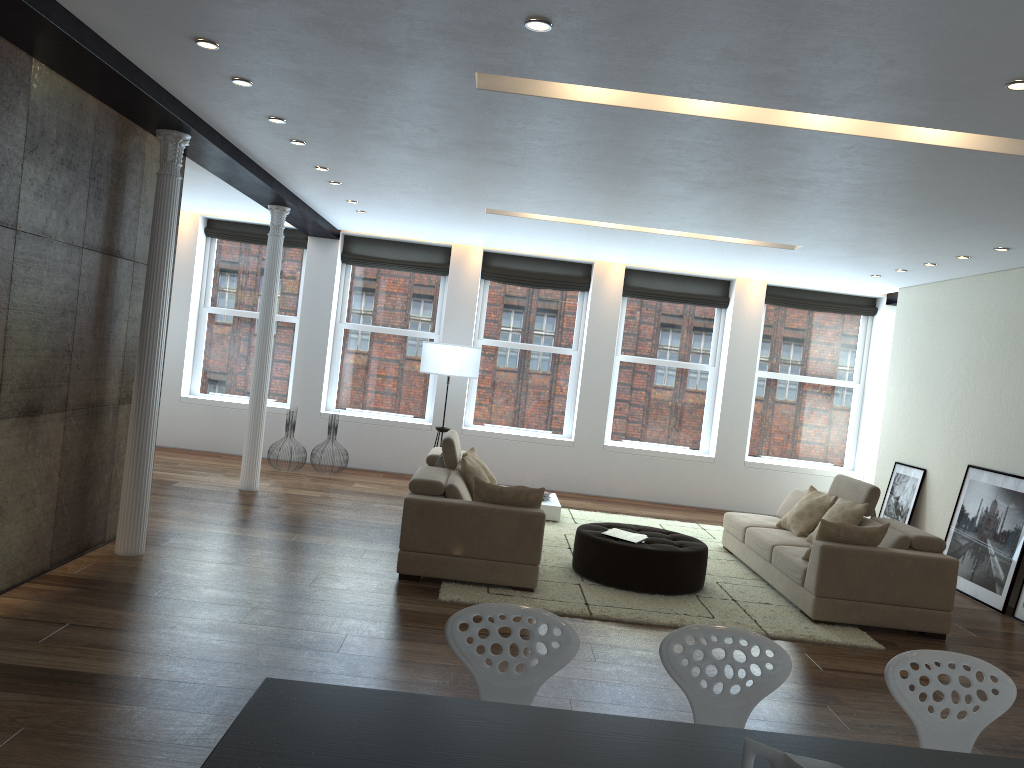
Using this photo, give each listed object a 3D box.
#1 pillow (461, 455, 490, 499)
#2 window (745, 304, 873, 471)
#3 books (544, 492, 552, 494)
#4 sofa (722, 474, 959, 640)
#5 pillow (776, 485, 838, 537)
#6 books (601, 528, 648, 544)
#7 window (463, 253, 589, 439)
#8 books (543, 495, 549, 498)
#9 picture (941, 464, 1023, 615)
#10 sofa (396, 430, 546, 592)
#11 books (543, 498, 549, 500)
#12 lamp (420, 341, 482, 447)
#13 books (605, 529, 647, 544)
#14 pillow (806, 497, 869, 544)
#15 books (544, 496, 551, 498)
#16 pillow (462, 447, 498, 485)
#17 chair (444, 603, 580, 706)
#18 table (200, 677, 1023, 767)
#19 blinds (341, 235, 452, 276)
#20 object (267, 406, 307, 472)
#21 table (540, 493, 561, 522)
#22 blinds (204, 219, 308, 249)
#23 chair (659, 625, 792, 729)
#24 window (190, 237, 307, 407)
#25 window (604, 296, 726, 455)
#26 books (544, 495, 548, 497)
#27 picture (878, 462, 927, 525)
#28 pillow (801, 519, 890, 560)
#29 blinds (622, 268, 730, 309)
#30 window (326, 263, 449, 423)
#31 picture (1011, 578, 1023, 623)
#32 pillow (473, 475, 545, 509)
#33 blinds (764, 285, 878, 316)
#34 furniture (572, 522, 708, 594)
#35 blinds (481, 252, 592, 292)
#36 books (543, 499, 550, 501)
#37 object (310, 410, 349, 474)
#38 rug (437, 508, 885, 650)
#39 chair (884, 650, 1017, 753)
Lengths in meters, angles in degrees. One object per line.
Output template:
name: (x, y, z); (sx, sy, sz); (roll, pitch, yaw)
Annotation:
pillow: (-0.280, 0.805, 7.234); (0.301, 0.439, 0.534); (7, 2, 2)
window: (3.921, -0.037, 11.829); (1.563, 2.400, 0.123); (7, 2, -1)
books: (0.240, 1.148, 9.486); (0.300, 0.010, 0.220); (8, 2, 39)
sofa: (2.640, 1.266, 7.555); (1.021, 0.950, 2.581); (7, 2, -1)
pillow: (2.648, 1.137, 7.922); (0.368, 0.416, 0.519); (6, 2, -6)
books: (0.871, 1.173, 6.855); (0.301, 0.040, 0.220); (8, 2, 34)
window: (0.202, -0.467, 11.749); (1.442, 2.400, 0.123); (7, 2, -1)
books: (0.222, 1.176, 9.466); (0.300, 0.010, 0.220); (7, 2, 24)
picture: (4.235, 1.345, 7.940); (0.225, 1.140, 1.183); (7, 2, -1)
sofa: (-0.286, 0.927, 7.492); (1.021, 0.950, 2.581); (7, 2, -1)
books: (0.233, 1.206, 9.487); (0.300, 0.010, 0.220); (7, 2, 19)
lamp: (-0.804, 0.390, 10.516); (0.698, 1.728, 0.698); (7, 2, 23)
books: (0.884, 1.182, 6.877); (0.300, 0.031, 0.219); (7, 2, 14)
pillow: (2.673, 1.147, 7.298); (0.301, 0.439, 0.534); (7, 2, -5)
books: (0.235, 1.187, 9.487); (0.220, 0.010, 0.300); (5, 2, -41)
pillow: (-0.280, 0.798, 7.859); (0.368, 0.416, 0.519); (7, 2, 3)
chair: (-0.034, 1.145, 2.637); (0.495, 0.835, 0.581); (7, 2, -1)
table: (1.011, 1.342, 1.767); (3.400, 0.733, 1.200); (7, 2, -1)
blinds: (-1.503, -1.683, 11.605); (1.431, 0.395, 0.183); (7, 2, -1)
object: (-2.663, 0.651, 10.594); (0.458, 0.781, 0.458); (7, 2, -2)
table: (0.043, 1.282, 9.557); (0.900, 0.170, 0.900); (7, 2, -1)
blinds: (-3.296, -1.952, 11.580); (1.396, 0.275, 0.156); (7, 2, -1)
chair: (0.657, 1.224, 2.671); (0.495, 0.835, 0.581); (7, 2, -1)
window: (-3.421, -0.887, 11.671); (1.391, 2.400, 0.123); (7, 2, -1)
window: (2.032, -0.255, 11.789); (1.443, 2.400, 0.123); (7, 2, -1)
books: (0.238, 1.167, 9.486); (0.300, 0.010, 0.220); (7, 2, 14)
picture: (4.209, 1.369, 9.697); (0.195, 0.988, 0.700); (7, 2, -1)
pillow: (2.448, 1.164, 6.533); (0.518, 0.393, 0.395); (7, 2, -5)
blinds: (2.151, -1.261, 11.699); (1.442, 0.393, 0.156); (7, 2, -1)
window: (-1.622, -0.678, 11.710); (1.432, 2.400, 0.123); (7, 2, -1)
picture: (4.258, 1.450, 6.923); (0.195, 0.988, 0.700); (7, 2, -1)
pillow: (-0.033, 0.876, 6.480); (0.518, 0.393, 0.395); (7, 2, 2)
blinds: (4.048, -1.096, 11.738); (1.563, 0.275, 0.156); (7, 2, -1)
furniture: (1.018, 1.371, 7.077); (1.057, 0.355, 1.057); (7, 2, 1)
blinds: (0.322, -1.466, 11.659); (1.439, 0.424, 0.156); (7, 2, -1)
books: (0.218, 1.214, 9.467); (0.300, 0.010, 0.220); (8, 2, 34)
object: (-2.203, 0.698, 10.821); (0.458, 0.781, 0.458); (7, 2, -2)
rug: (0.957, 1.527, 7.963); (2.972, 0.020, 4.231); (7, 2, -1)
chair: (1.389, 1.309, 2.678); (0.495, 0.835, 0.581); (7, 2, -1)
